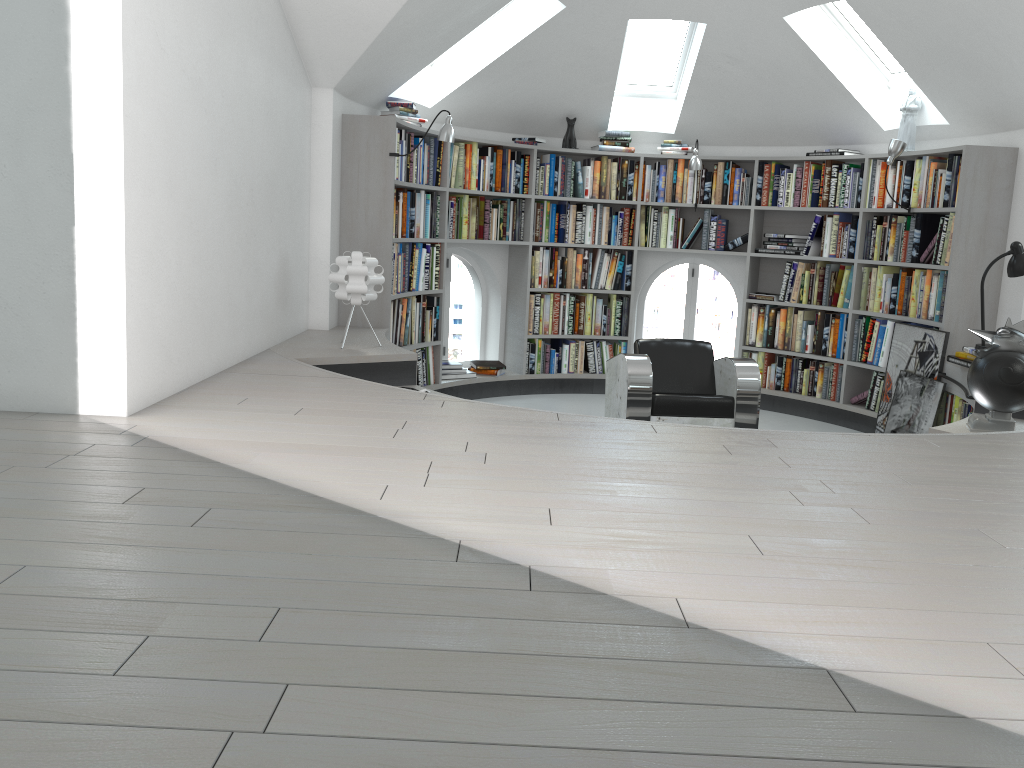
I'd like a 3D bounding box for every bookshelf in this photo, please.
[{"bbox_3d":[1.038,-0.875,6.832,4.332,1.872,2.118,3,9,0],"label":"bookshelf"}]

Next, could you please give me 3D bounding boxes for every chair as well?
[{"bbox_3d":[1.061,0.100,5.683,0.823,0.716,0.744,2,9,-5],"label":"chair"}]

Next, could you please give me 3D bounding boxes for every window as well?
[{"bbox_3d":[1.125,-2.619,6.577,4.055,0.710,1.941,3,10,0],"label":"window"},{"bbox_3d":[0.509,-0.634,7.737,3.230,1.146,0.620,0,9,-14],"label":"window"}]

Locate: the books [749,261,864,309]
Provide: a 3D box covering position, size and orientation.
[{"bbox_3d":[2.398,-0.812,7.092,0.976,0.350,0.252,12,13,42],"label":"books"}]

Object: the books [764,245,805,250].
[{"bbox_3d":[2.257,-1.118,7.280,0.286,0.031,0.270,10,12,34],"label":"books"}]

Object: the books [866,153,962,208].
[{"bbox_3d":[2.914,-1.405,6.206,0.292,0.360,1.018,0,10,-17],"label":"books"}]

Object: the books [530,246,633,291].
[{"bbox_3d":[0.562,-0.991,7.594,0.997,0.350,0.299,0,10,-16],"label":"books"}]

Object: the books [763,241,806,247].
[{"bbox_3d":[2.259,-1.148,7.276,0.269,0.031,0.287,-5,13,-39],"label":"books"}]

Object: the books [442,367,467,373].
[{"bbox_3d":[-0.541,-0.126,7.223,0.269,0.031,0.287,-1,11,-23],"label":"books"}]

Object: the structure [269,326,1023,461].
[{"bbox_3d":[0.991,0.120,5.579,4.716,0.690,4.723,-7,14,-44],"label":"structure"}]

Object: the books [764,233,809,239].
[{"bbox_3d":[2.262,-1.210,7.267,0.269,0.031,0.287,-1,11,-20],"label":"books"}]

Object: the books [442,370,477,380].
[{"bbox_3d":[-0.543,-0.093,7.228,0.366,0.042,0.389,-4,12,-33],"label":"books"}]

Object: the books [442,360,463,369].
[{"bbox_3d":[-0.539,-0.157,7.219,0.213,0.036,0.227,-1,11,-23],"label":"books"}]

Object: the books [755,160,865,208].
[{"bbox_3d":[2.396,-1.580,7.035,0.972,0.366,0.306,12,13,43],"label":"books"}]

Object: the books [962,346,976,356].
[{"bbox_3d":[2.908,-0.186,5.353,0.269,0.031,0.287,5,10,10],"label":"books"}]

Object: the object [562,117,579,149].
[{"bbox_3d":[0.497,-2.083,7.395,0.147,0.264,0.203,2,9,-3],"label":"object"}]

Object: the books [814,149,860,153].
[{"bbox_3d":[2.546,-1.816,6.947,0.233,0.027,0.248,-2,11,-27],"label":"books"}]

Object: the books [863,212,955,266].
[{"bbox_3d":[2.897,-1.025,6.251,0.279,0.356,1.057,1,10,-14],"label":"books"}]

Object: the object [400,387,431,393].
[{"bbox_3d":[-0.502,0.068,4.372,0.218,0.082,0.474,-5,12,-37],"label":"object"}]

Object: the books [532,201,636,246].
[{"bbox_3d":[0.571,-1.372,7.580,1.028,0.357,0.302,0,9,-14],"label":"books"}]

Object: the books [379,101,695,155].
[{"bbox_3d":[0.212,-1.993,7.049,2.815,0.173,0.750,-3,11,-29],"label":"books"}]

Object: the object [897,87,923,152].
[{"bbox_3d":[2.844,-1.890,6.362,0.179,0.470,0.180,4,9,9],"label":"object"}]

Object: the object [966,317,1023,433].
[{"bbox_3d":[2.391,-0.042,4.296,0.320,0.560,0.322,-2,10,-27],"label":"object"}]

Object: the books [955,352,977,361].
[{"bbox_3d":[2.907,-0.154,5.358,0.286,0.034,0.306,1,10,-10],"label":"books"}]

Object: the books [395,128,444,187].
[{"bbox_3d":[-0.782,-1.584,6.192,0.300,0.360,1.036,5,10,16],"label":"books"}]

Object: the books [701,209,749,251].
[{"bbox_3d":[1.817,-1.285,7.451,0.399,0.339,0.225,6,9,20],"label":"books"}]

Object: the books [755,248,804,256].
[{"bbox_3d":[2.256,-1.085,7.285,0.389,0.042,0.366,11,13,39],"label":"books"}]

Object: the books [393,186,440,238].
[{"bbox_3d":[-0.808,-1.207,6.269,0.303,0.346,1.092,5,10,15],"label":"books"}]

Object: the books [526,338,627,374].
[{"bbox_3d":[0.522,-0.252,7.700,1.019,0.305,0.289,0,10,-15],"label":"books"}]

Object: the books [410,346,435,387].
[{"bbox_3d":[-0.845,-0.107,6.462,0.283,0.318,0.921,6,10,18],"label":"books"}]

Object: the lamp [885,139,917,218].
[{"bbox_3d":[2.709,-1.418,6.123,0.275,0.523,0.113,1,9,-9],"label":"lamp"}]

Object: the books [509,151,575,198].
[{"bbox_3d":[0.200,-1.738,7.379,0.682,0.344,0.266,-1,10,-23],"label":"books"}]

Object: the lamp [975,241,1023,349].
[{"bbox_3d":[2.961,-0.522,5.297,0.323,0.657,0.234,5,9,15],"label":"lamp"}]

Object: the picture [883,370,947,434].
[{"bbox_3d":[2.681,0.216,5.946,0.107,0.553,0.491,1,9,-10],"label":"picture"}]

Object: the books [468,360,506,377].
[{"bbox_3d":[-0.206,-0.132,7.396,0.318,0.099,0.293,3,10,2],"label":"books"}]

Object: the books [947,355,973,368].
[{"bbox_3d":[2.905,-0.118,5.363,0.365,0.042,0.390,3,10,0],"label":"books"}]

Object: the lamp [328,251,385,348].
[{"bbox_3d":[-0.866,-0.471,4.920,0.305,0.522,0.307,1,9,-11],"label":"lamp"}]

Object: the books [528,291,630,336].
[{"bbox_3d":[0.556,-0.611,7.656,1.031,0.356,0.294,0,9,-15],"label":"books"}]

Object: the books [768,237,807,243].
[{"bbox_3d":[2.260,-1.179,7.271,0.214,0.036,0.227,-5,13,-39],"label":"books"}]

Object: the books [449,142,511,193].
[{"bbox_3d":[-0.344,-1.704,6.968,0.270,0.371,0.794,11,13,43],"label":"books"}]

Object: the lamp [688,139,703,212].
[{"bbox_3d":[1.485,-1.695,7.232,0.113,0.564,0.359,4,9,7],"label":"lamp"}]

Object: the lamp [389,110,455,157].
[{"bbox_3d":[-0.576,-1.617,5.727,0.414,0.310,0.117,2,9,-3],"label":"lamp"}]

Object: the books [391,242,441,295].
[{"bbox_3d":[-0.793,-0.828,6.287,0.261,0.357,1.023,6,10,17],"label":"books"}]

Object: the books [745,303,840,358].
[{"bbox_3d":[2.325,-0.450,7.212,0.874,0.349,0.272,11,12,41],"label":"books"}]

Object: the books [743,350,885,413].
[{"bbox_3d":[2.471,-0.041,7.034,0.360,0.310,1.502,-4,12,-37],"label":"books"}]

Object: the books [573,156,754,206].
[{"bbox_3d":[1.268,-1.718,7.501,1.566,0.365,0.395,4,9,5],"label":"books"}]

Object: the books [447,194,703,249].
[{"bbox_3d":[0.422,-1.332,7.350,2.529,0.369,0.593,-1,10,-19],"label":"books"}]

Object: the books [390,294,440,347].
[{"bbox_3d":[-0.885,-0.242,6.115,0.391,0.692,1.647,4,10,10],"label":"books"}]

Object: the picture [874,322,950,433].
[{"bbox_3d":[2.734,0.030,6.100,0.090,0.859,0.581,1,9,-10],"label":"picture"}]

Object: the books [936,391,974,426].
[{"bbox_3d":[2.831,0.275,5.356,0.272,0.297,1.152,5,10,14],"label":"books"}]

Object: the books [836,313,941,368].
[{"bbox_3d":[2.834,-0.282,6.419,0.304,0.357,1.189,0,10,-19],"label":"books"}]

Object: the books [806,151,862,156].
[{"bbox_3d":[2.545,-1.788,6.951,0.317,0.036,0.337,-5,13,-37],"label":"books"}]

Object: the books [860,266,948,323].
[{"bbox_3d":[2.886,-0.645,6.302,0.275,0.346,1.025,0,10,-15],"label":"books"}]

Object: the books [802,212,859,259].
[{"bbox_3d":[2.579,-1.159,6.924,0.256,0.349,0.555,-6,13,-43],"label":"books"}]
